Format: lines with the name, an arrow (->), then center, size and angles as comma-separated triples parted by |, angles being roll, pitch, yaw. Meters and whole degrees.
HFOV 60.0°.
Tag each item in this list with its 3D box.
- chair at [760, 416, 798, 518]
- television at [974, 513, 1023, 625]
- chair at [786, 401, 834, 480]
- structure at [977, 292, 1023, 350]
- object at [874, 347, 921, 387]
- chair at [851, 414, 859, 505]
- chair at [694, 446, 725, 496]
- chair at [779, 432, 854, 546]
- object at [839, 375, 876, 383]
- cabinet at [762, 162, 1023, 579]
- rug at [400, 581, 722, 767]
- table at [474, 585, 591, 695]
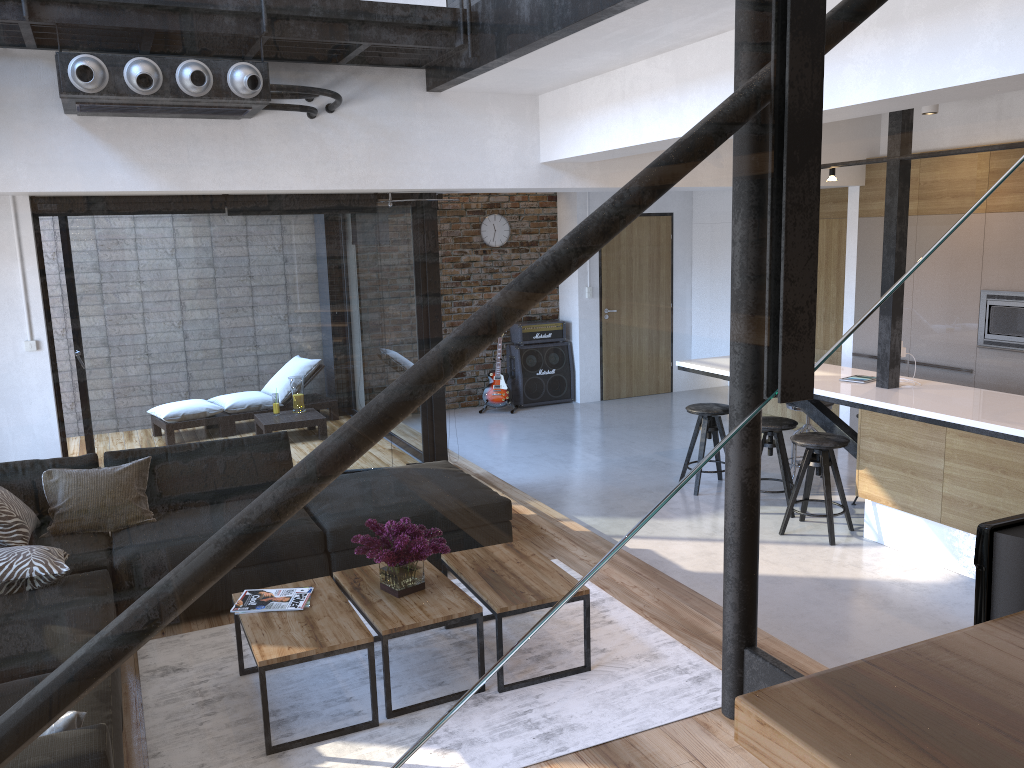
chair -> 1.793, 0.561, 6.162 | 0.365, 0.632, 0.364 | 2, 11, 20
television -> 0.952, 0.446, 0.953 | 1.206, 0.785, 0.136 | -6, 11, -24
chair -> 2.261, 0.438, 6.773 | 0.358, 0.638, 0.355 | 2, 11, 20
structure -> 3.760, -0.463, 6.374 | 0.396, 0.398, 0.595 | -6, 11, -24
object -> 2.547, -0.136, 5.844 | 0.214, 0.247, 0.416 | -2, 10, -3
chair -> 2.582, 0.527, 6.194 | 0.357, 0.638, 0.356 | 8, 14, 43
chair -> 1.489, 0.478, 6.704 | 0.366, 0.632, 0.366 | -3, 10, -9
chair -> 1.949, 0.645, 5.643 | 0.366, 0.632, 0.366 | 7, 13, 40
object -> 2.346, -0.032, 5.971 | 0.240, 0.013, 0.187 | -10, 12, -39
cabinet -> 3.764, -0.332, 4.382 | 2.472, 2.879, 9.096 | -6, 11, -24
rug -> -0.372, 1.165, 3.650 | 2.112, 0.003, 1.633 | -6, 11, -24
table -> -0.409, 0.997, 3.598 | 1.297, 0.351, 0.696 | -6, 11, -24
